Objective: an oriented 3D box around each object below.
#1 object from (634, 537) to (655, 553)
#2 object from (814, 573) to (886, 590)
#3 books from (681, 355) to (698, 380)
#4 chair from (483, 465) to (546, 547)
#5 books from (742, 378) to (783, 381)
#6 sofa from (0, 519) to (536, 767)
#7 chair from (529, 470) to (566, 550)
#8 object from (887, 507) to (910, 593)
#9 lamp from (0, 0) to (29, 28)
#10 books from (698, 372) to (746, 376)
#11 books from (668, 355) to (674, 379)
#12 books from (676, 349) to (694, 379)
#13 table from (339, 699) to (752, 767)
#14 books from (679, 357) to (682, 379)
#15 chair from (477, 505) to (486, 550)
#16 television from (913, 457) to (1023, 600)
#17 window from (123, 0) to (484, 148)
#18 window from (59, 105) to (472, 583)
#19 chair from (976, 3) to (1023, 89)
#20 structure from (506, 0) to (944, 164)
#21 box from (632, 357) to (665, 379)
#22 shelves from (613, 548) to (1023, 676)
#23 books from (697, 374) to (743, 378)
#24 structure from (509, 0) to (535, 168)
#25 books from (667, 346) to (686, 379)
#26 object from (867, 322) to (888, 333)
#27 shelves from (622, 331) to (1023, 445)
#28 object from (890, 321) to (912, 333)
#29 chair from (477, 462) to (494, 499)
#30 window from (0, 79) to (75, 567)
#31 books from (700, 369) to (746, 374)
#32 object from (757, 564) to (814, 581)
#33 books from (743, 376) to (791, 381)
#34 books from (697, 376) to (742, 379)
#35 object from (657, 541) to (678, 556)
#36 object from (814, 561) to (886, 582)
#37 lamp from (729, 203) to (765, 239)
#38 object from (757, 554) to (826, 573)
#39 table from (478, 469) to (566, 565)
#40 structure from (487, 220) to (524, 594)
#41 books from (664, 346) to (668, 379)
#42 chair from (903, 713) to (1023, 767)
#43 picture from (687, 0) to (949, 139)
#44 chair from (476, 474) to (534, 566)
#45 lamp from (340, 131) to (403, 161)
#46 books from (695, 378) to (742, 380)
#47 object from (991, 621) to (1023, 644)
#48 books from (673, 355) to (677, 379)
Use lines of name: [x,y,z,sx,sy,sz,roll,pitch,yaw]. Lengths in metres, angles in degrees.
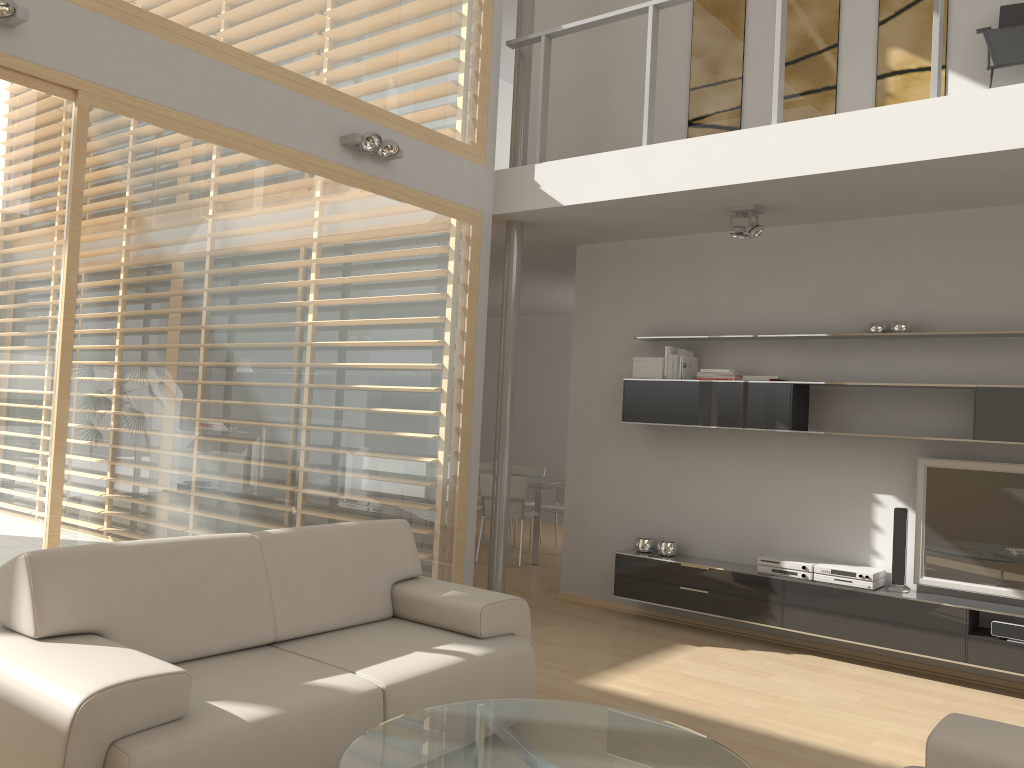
object: [0.927,1.126,6.199,0.143,0.091,0.143,4,-2,-20]
object: [2.022,1.173,5.316,0.349,0.049,0.250,1,-3,38]
books: [1.216,-0.105,6.051,0.023,0.169,0.230,1,-3,38]
chair: [0.028,1.297,9.544,0.455,0.807,0.501,1,-3,38]
books: [1.628,-0.019,5.700,0.190,0.015,0.254,1,-3,44]
sofa: [-0.879,1.020,3.420,1.168,0.846,2.093,1,-3,38]
chair: [0.515,1.307,9.123,0.455,0.807,0.501,1,-3,38]
object: [2.266,0.963,5.179,0.111,0.483,0.116,2,-2,34]
lamp: [-2.027,-1.458,3.347,0.182,0.080,0.360,1,-3,38]
books: [1.388,-0.065,5.867,0.254,0.015,0.190,1,-3,39]
books: [1.144,-0.108,6.093,0.027,0.169,0.230,1,-3,38]
books: [1.184,-0.127,6.059,0.021,0.210,0.207,1,-3,38]
table: [0.104,1.280,2.534,1.198,0.370,1.198,4,-2,-35]
books: [1.195,-0.100,6.049,0.009,0.156,0.207,1,-3,38]
chair: [-0.567,1.240,8.794,0.455,0.807,0.501,2,-2,33]
television: [2.856,0.808,4.817,1.224,0.735,0.096,1,-3,38]
window: [-0.960,-2.717,4.849,0.020,2.200,2.525,1,-3,38]
window: [-1.106,0.127,4.751,0.020,2.500,2.525,1,-3,38]
chair: [2.800,-1.741,4.718,0.628,0.825,0.537,1,-3,38]
structure: [2.091,-1.826,4.382,5.400,0.900,0.080,1,-3,38]
box: [0.997,-0.102,6.173,0.232,0.149,0.232,1,-3,38]
shelves: [2.470,1.364,4.945,4.236,0.312,0.300,1,-3,38]
books: [1.382,-0.050,5.873,0.254,0.015,0.190,2,-2,34]
structure: [0.098,-2.617,6.193,0.121,2.400,0.122,2,-2,26]
books: [1.133,-0.136,6.114,0.017,0.227,0.230,1,-3,38]
object: [2.213,-0.334,5.371,0.115,0.081,0.115,2,-2,19]
shelves: [2.532,0.167,4.986,4.236,0.914,0.300,1,-3,38]
object: [2.303,-0.334,5.248,0.115,0.081,0.115,2,-2,19]
chair: [-0.484,1.284,9.931,0.455,0.807,0.501,1,-3,38]
window: [-2.701,-0.024,2.735,0.020,2.500,2.525,1,-3,38]
books: [1.399,-0.080,5.876,0.227,0.017,0.230,2,-2,33]
object: [1.738,1.166,5.530,0.349,0.049,0.262,1,-3,38]
books: [1.636,-0.035,5.689,0.230,0.017,0.227,1,-3,38]
books: [1.390,-0.037,5.868,0.268,0.011,0.190,1,-3,39]
object: [1.067,1.130,6.090,0.143,0.091,0.143,4,-2,-20]
object: [2.021,1.124,5.314,0.349,0.049,0.262,1,-3,38]
lamp: [1.428,-0.976,5.386,0.214,0.195,0.150,1,-3,38]
object: [1.740,1.117,5.531,0.349,0.049,0.262,1,-3,38]
table: [-0.338,1.295,9.177,2.199,0.746,0.900,1,-3,38]
structure: [-0.048,0.228,6.094,0.121,2.700,0.122,2,-2,26]
books: [1.115,-0.137,6.120,0.017,0.227,0.230,1,-3,38]
chair: [1.191,1.069,1.798,1.165,0.846,1.562,1,-3,38]
picture: [1.958,-2.622,5.822,1.684,1.800,0.010,1,-3,38]
chair: [-0.035,1.251,8.329,0.455,0.807,0.501,2,-2,18]
lamp: [-0.764,-1.330,4.976,0.183,0.110,0.360,1,-3,38]
books: [1.393,-0.025,5.865,0.297,0.013,0.210,1,-3,38]
object: [2.694,1.313,4.662,0.300,0.092,0.085,1,-3,38]
books: [1.171,-0.107,6.082,0.027,0.169,0.230,1,-3,38]
